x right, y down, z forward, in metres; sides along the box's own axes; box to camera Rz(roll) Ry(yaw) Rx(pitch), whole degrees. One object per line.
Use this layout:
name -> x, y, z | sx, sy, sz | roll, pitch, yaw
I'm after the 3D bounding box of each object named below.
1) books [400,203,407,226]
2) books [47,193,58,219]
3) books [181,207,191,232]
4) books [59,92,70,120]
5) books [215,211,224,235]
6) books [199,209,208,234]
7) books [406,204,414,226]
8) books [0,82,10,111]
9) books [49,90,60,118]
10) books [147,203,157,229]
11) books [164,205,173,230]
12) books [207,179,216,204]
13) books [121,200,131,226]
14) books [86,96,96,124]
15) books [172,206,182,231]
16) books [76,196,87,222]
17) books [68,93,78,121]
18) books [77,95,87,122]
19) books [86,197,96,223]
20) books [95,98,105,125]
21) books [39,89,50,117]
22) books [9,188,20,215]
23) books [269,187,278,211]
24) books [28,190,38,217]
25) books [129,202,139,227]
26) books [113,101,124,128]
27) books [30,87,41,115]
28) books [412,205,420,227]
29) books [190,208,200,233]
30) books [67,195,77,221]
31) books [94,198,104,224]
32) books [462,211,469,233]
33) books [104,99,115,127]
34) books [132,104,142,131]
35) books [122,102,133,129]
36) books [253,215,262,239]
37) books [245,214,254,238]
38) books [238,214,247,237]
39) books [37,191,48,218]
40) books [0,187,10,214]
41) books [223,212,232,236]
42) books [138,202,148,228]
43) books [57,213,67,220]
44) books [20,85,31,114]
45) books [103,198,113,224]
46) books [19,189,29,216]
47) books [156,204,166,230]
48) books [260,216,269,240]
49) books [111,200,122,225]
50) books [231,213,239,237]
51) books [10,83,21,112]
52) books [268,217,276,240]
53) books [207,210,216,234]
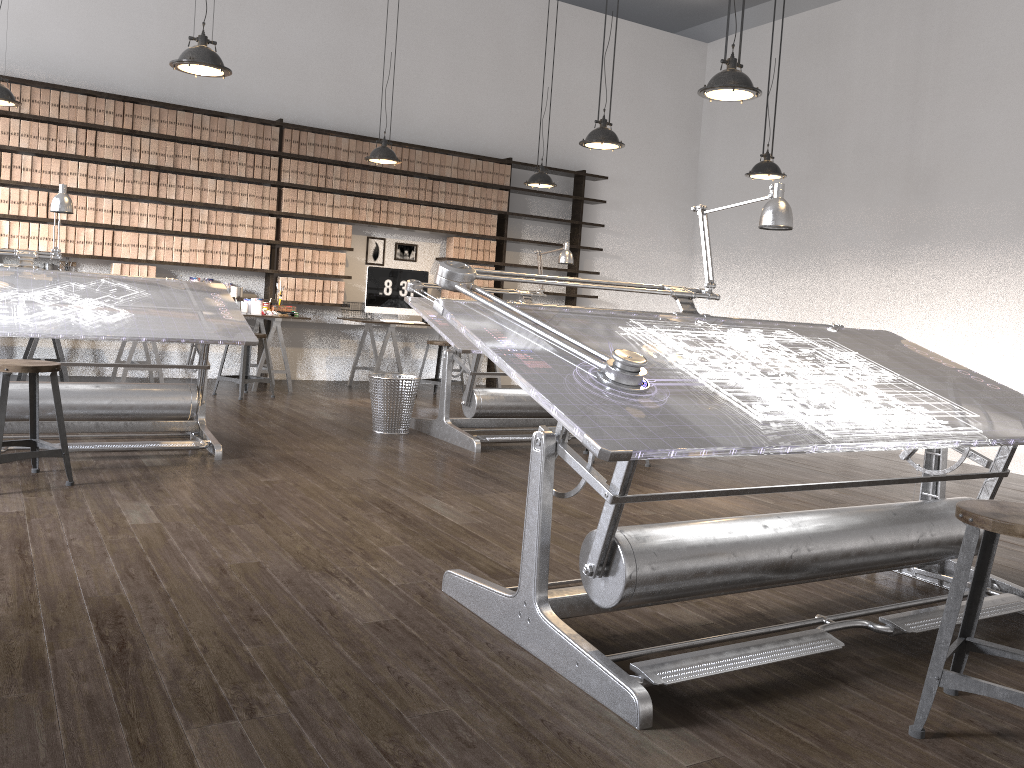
books -> -1.129, -1.709, 8.952 | 0.066, 0.225, 0.175 | 3, 4, -31
books -> -3.822, -1.472, 7.367 | 0.066, 0.225, 0.175 | 3, 4, -31
books -> -2.919, -1.456, 7.901 | 0.067, 0.225, 0.175 | 3, 4, -31
books -> -3.722, -2.296, 7.356 | 0.066, 0.225, 0.175 | 3, 4, -31
books -> -2.674, -1.453, 8.053 | 0.066, 0.225, 0.175 | 3, 4, -31
books -> -2.794, -1.454, 7.977 | 0.066, 0.225, 0.175 | 3, 4, -31
books -> -1.071, -1.709, 8.991 | 0.066, 0.225, 0.175 | 3, 4, -31
books -> -4.086, -2.301, 7.134 | 0.067, 0.225, 0.175 | 3, 4, -31
books -> -3.783, -2.297, 7.317 | 0.067, 0.225, 0.175 | 3, 4, -31
books -> -3.163, -1.460, 7.754 | 0.066, 0.225, 0.175 | 3, 4, -31
books -> -3.049, -1.459, 7.827 | 0.066, 0.225, 0.175 | 3, 4, -31
books -> -2.729, -1.729, 7.995 | 0.066, 0.225, 0.175 | 3, 4, -31
books -> -3.347, -1.464, 7.649 | 0.066, 0.225, 0.175 | 3, 4, -31
books -> -3.554, -2.293, 7.460 | 0.066, 0.225, 0.175 | 3, 4, -31
books -> -2.985, -1.458, 7.868 | 0.066, 0.225, 0.175 | 3, 4, -31
books -> -3.639, -1.469, 7.476 | 0.066, 0.225, 0.175 | 3, 4, -31
books -> -3.669, -2.295, 7.390 | 0.066, 0.225, 0.175 | 3, 4, -31
books -> -3.609, -2.294, 7.420 | 0.067, 0.225, 0.175 | 3, 4, -31
books -> -3.578, -1.467, 7.505 | 0.067, 0.225, 0.175 | 3, 4, -31
books -> -3.493, -2.292, 7.496 | 0.066, 0.225, 0.175 | 3, 4, -31
books -> -3.845, -2.298, 7.285 | 0.066, 0.225, 0.175 | 3, 4, -31
books -> -4.057, -1.475, 7.218 | 0.067, 0.225, 0.175 | 3, 4, -31
books -> -2.255, -1.722, 8.281 | 0.066, 0.225, 0.175 | 3, 4, -31
books -> -3.950, -1.474, 7.290 | 0.066, 0.225, 0.175 | 3, 4, -31
books -> -3.288, -1.463, 7.687 | 0.066, 0.225, 0.175 | 3, 4, -31
books -> -3.372, -2.290, 7.569 | 0.066, 0.225, 0.175 | 3, 4, -31
books -> -3.906, -2.299, 7.250 | 0.066, 0.225, 0.175 | 3, 4, -31
books -> -1.011, -1.707, 9.025 | 0.066, 0.225, 0.175 | 3, 4, -31
books -> -2.857, -1.456, 7.944 | 0.066, 0.225, 0.175 | 3, 4, -31
books -> -3.700, -1.470, 7.439 | 0.066, 0.225, 0.175 | 3, 4, -31
books -> -3.523, -1.467, 7.544 | 0.066, 0.225, 0.175 | 3, 4, -31
books -> -0.525, -1.699, 9.314 | 0.066, 0.225, 0.175 | 3, 4, -31
books -> -3.431, -2.291, 7.529 | 0.066, 0.225, 0.175 | 3, 4, -31
books -> -3.244, -2.288, 7.646 | 0.066, 0.225, 0.175 | 3, 4, -31
books -> -3.305, -2.289, 7.603 | 0.067, 0.225, 0.175 | 3, 4, -31
books -> -2.388, -1.448, 8.224 | 0.066, 0.225, 0.175 | 3, 4, -31
books -> -2.446, -1.449, 8.184 | 0.067, 0.225, 0.175 | 3, 4, -31
books -> -2.504, -1.450, 8.152 | 0.066, 0.225, 0.175 | 3, 4, -31
books -> -3.883, -1.472, 7.324 | 0.067, 0.225, 0.175 | 3, 4, -31
books -> -4.119, -1.476, 7.181 | 0.066, 0.225, 0.175 | 3, 4, -31
books -> -2.614, -1.451, 8.083 | 0.067, 0.225, 0.175 | 3, 4, -31
books -> -3.227, -1.462, 7.719 | 0.066, 0.225, 0.175 | 3, 4, -31
books -> -3.758, -1.470, 7.399 | 0.066, 0.225, 0.175 | 3, 4, -31
books -> -3.964, -2.300, 7.211 | 0.066, 0.225, 0.175 | 3, 4, -31
books -> -3.469, -1.466, 7.574 | 0.066, 0.225, 0.175 | 3, 4, -31
books -> -4.005, -1.475, 7.255 | 0.066, 0.225, 0.175 | 3, 4, -31
books -> -3.101, -1.459, 7.791 | 0.067, 0.225, 0.175 | 3, 4, -31
books -> -2.329, -1.447, 8.261 | 0.066, 0.225, 0.175 | 3, 4, -31
books -> -3.406, -1.464, 7.610 | 0.067, 0.225, 0.175 | 3, 4, -31
books -> -2.559, -1.451, 8.121 | 0.066, 0.225, 0.175 | 3, 4, -31
books -> -4.024, -2.300, 7.171 | 0.066, 0.225, 0.175 | 3, 4, -31
books -> -2.270, -1.445, 8.289 | 0.067, 0.225, 0.175 | 3, 4, -31
books -> -2.735, -1.454, 8.017 | 0.066, 0.225, 0.175 | 3, 4, -31
